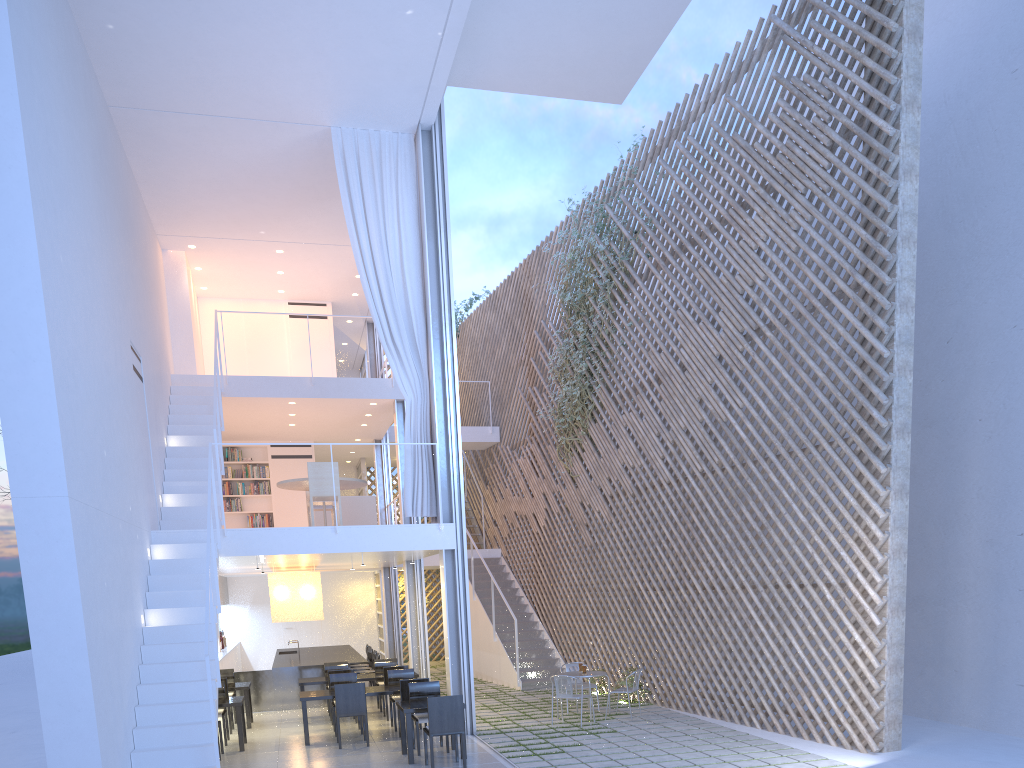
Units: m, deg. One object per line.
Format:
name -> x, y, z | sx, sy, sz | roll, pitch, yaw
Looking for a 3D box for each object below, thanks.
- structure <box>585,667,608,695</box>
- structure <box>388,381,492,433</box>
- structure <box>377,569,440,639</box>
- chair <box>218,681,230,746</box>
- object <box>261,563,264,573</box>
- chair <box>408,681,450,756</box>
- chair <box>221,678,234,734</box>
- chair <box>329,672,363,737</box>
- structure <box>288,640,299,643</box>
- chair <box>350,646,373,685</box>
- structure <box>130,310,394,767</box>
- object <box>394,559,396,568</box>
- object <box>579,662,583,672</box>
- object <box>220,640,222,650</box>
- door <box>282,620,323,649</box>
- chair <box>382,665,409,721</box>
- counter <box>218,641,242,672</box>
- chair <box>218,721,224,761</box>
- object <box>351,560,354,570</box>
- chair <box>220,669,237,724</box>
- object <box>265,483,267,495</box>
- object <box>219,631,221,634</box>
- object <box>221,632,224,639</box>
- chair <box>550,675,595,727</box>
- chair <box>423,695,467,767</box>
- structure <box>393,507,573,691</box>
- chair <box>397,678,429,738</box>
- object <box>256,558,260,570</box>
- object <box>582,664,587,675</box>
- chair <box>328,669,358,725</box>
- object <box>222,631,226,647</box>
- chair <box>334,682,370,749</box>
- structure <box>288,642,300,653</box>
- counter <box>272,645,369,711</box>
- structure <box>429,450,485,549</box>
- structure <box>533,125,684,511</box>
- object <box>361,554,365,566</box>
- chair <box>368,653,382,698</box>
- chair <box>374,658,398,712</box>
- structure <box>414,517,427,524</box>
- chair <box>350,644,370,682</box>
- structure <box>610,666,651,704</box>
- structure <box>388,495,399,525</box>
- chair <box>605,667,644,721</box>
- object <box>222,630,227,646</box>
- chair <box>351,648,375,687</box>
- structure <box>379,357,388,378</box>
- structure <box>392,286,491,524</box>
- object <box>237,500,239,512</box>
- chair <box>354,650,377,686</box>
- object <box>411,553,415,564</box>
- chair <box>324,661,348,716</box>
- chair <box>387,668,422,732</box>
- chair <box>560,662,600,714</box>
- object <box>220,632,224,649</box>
structure -> 0.771, 2.621, 7.262 | 0.266, 0.262, 0.264 | -2, -3, -8
structure -> -0.785, 0.249, 8.931 | 1.136, 0.576, 0.026 | 0, 8, -14
structure -> -1.350, 2.774, 11.008 | 1.139, 2.021, 0.282 | -3, 8, -14
chair -> -2.036, 2.235, 5.563 | 0.191, 0.442, 0.235 | -4, 4, -15
object -> -1.911, 1.412, 6.304 | 0.029, 0.080, 0.028 | -3, 6, -4
chair -> -0.506, 2.030, 5.000 | 0.191, 0.442, 0.235 | -4, 4, -15
chair -> -2.160, 2.353, 6.025 | 0.191, 0.442, 0.235 | -4, 4, -15
chair -> -1.163, 2.247, 5.771 | 0.191, 0.442, 0.235 | -4, 4, -15
structure -> -2.366, 2.838, 8.918 | 0.112, 0.125, 0.033 | -2, 7, -14
chair -> -1.583, 2.947, 8.569 | 0.238, 0.443, 0.187 | -4, 5, -17
structure -> -1.307, 0.666, 5.056 | 1.721, 3.314, 3.696 | -4, -3, -16
object -> -0.933, 1.429, 6.554 | 0.029, 0.080, 0.028 | -3, 6, -4
object -> 0.509, 2.095, 6.095 | 0.031, 0.078, 0.030 | 1, 6, 30
object -> -3.192, 2.810, 8.967 | 0.041, 0.184, 0.041 | -10, 10, -44
door -> -2.576, 2.446, 7.918 | 0.480, 1.154, 5.632 | -3, -13, -3
chair -> -0.899, 2.380, 6.367 | 0.191, 0.442, 0.235 | -4, 4, -15
counter -> -3.082, 3.043, 8.699 | 0.231, 0.426, 3.720 | -4, -13, -16
chair -> -1.907, 2.111, 5.079 | 0.191, 0.442, 0.235 | -4, 4, -15
object -> -1.257, 1.423, 6.471 | 0.029, 0.080, 0.028 | -3, 6, -4
chair -> -2.289, 2.476, 6.508 | 0.191, 0.442, 0.235 | -4, 4, -15
object -> -2.583, 1.106, 8.637 | 0.006, 0.130, 0.071 | -5, 4, -16
object -> -3.258, 2.861, 9.211 | 0.046, 0.206, 0.044 | -4, 8, -15
object -> -3.302, 2.909, 9.364 | 0.045, 0.189, 0.044 | 2, 8, 31
chair -> 0.404, 2.185, 5.707 | 0.264, 0.383, 0.243 | -2, 2, 30
chair -> -0.376, 1.906, 4.517 | 0.191, 0.442, 0.235 | -4, 4, -15
structure -> -0.363, 2.121, 8.423 | 1.174, 1.967, 1.979 | -4, -2, -22
chair -> -0.646, 2.139, 5.421 | 0.191, 0.442, 0.235 | -4, 4, -15
object -> -1.656, 1.168, 5.350 | 0.029, 0.080, 0.028 | -3, 6, -4
object -> 0.520, 2.047, 5.901 | 0.031, 0.078, 0.030 | 1, 6, 30
chair -> -1.295, 2.373, 6.266 | 0.191, 0.442, 0.235 | -4, 4, -15
object -> -3.301, 2.923, 9.421 | 0.046, 0.189, 0.044 | -4, 7, -15
chair -> -1.042, 2.132, 5.320 | 0.191, 0.442, 0.235 | -4, 4, -15
structure -> -2.279, 2.755, 8.593 | 0.112, 0.125, 0.033 | -2, 7, -14
counter -> -1.964, 2.927, 8.337 | 0.812, 0.368, 2.577 | 0, -13, -15
structure -> -0.825, 1.188, 10.144 | 0.531, 1.900, 1.254 | -5, 2, -21
structure -> 0.763, -0.323, 6.908 | 0.733, 2.737, 2.371 | -6, 0, -24
object -> -1.002, 1.180, 5.517 | 0.029, 0.080, 0.028 | -3, 6, -4
chair -> -1.333, 2.697, 7.591 | 0.239, 0.443, 0.186 | -3, 5, -13
chair -> -1.020, 2.495, 6.817 | 0.191, 0.442, 0.235 | -4, 4, -15
structure -> -0.621, 0.918, 6.241 | 0.028, 0.545, 1.738 | -5, -10, -16
chair -> -1.666, 3.029, 8.894 | 0.239, 0.443, 0.186 | -3, 5, -13
structure -> 0.954, 2.428, 6.639 | 0.293, 0.325, 0.319 | -2, -2, -30
structure -> -1.095, 1.371, 8.015 | 0.028, 0.545, 1.740 | -5, -10, -16
chair -> 0.819, 2.213, 5.898 | 0.250, 0.383, 0.257 | -2, 2, 25
object -> -3.326, 2.929, 9.478 | 0.047, 0.205, 0.044 | 1, 8, 26
chair -> -1.513, 2.863, 8.239 | 0.238, 0.443, 0.187 | -4, 5, -20
structure -> -1.153, -0.010, 7.809 | 0.028, 0.545, 1.740 | -5, -10, -16
structure -> -1.128, 1.305, 11.705 | 1.108, 4.554, 3.300 | -5, 1, -18
object -> -2.857, 1.276, 8.591 | 0.006, 0.130, 0.071 | -5, 4, -16
chair -> -1.416, 2.780, 7.917 | 0.239, 0.443, 0.187 | -3, 5, -17
object -> -1.713, 1.769, 6.284 | 1.667, 0.813, 1.882 | 0, -10, -17
chair -> -1.416, 2.488, 6.716 | 0.191, 0.442, 0.235 | -4, 4, -15
chair -> -0.767, 2.254, 5.872 | 0.191, 0.442, 0.235 | -4, 4, -15
chair -> 0.506, 2.334, 6.338 | 0.261, 0.383, 0.245 | -3, 2, -15
object -> -3.204, 2.830, 9.072 | 0.044, 0.196, 0.045 | -6, 8, -24
